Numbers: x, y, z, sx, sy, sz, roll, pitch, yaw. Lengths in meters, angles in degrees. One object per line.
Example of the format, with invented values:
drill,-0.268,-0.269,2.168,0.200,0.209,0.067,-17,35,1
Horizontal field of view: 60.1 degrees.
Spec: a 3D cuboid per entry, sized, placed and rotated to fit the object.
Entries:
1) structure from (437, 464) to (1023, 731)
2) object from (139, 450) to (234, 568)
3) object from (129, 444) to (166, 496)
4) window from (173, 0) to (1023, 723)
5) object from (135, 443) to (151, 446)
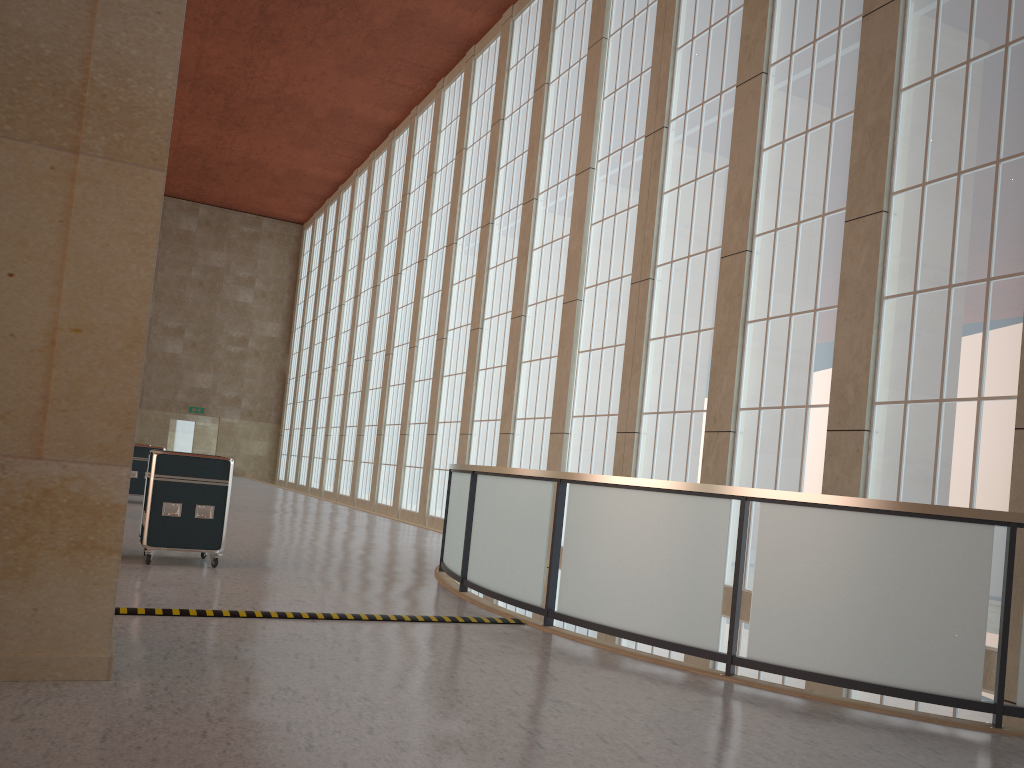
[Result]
structure,2.271,2.261,11.829,5.268,1.789,13.075,10,-7,-35
object,-4.632,1.746,12.530,1.058,1.537,1.273,7,-4,-25
object,-9.974,2.411,23.745,1.058,1.537,1.273,7,-4,-25
window,-21.662,4.140,72.915,0.010,28.551,165.060,7,-6,-24
object,-15.403,3.190,36.111,1.058,1.537,1.273,7,-4,-25
